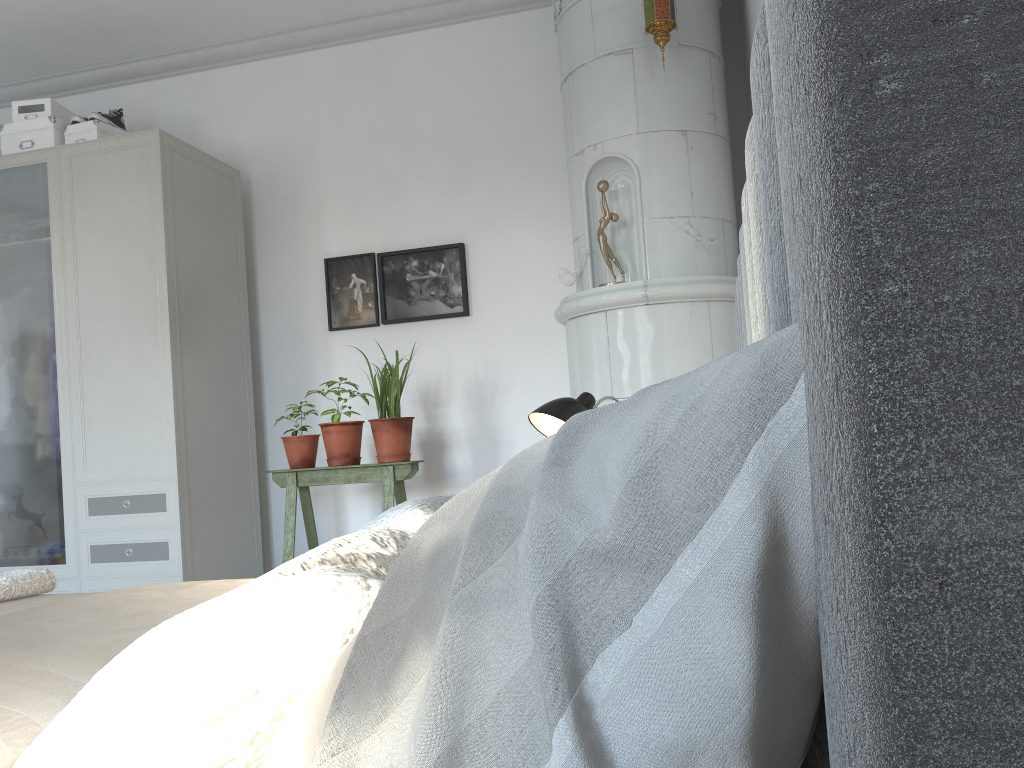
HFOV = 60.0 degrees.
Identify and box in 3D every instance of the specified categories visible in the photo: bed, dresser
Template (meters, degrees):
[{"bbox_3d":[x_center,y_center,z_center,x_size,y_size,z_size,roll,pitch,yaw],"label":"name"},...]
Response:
[{"bbox_3d":[-0.634,0.433,1.297,2.177,1.045,1.889,-5,-3,13],"label":"bed"},{"bbox_3d":[-1.965,0.124,3.966,1.432,2.161,0.631,-5,-3,13],"label":"dresser"}]

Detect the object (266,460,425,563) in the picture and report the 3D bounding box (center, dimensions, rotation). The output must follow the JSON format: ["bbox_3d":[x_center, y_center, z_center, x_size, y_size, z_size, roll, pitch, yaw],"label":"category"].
[{"bbox_3d":[-0.660,0.720,3.621,0.671,0.774,0.431,-5,-3,13],"label":"object"}]

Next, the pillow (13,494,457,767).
[{"bbox_3d":[-0.233,0.285,1.172,0.415,0.225,1.147,-4,-4,6],"label":"pillow"}]

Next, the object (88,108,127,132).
[{"bbox_3d":[-1.793,-1.185,3.943,0.080,0.110,0.213,-5,-4,20],"label":"object"}]

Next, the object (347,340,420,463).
[{"bbox_3d":[-0.506,0.067,3.570,0.300,0.498,0.334,-4,-3,-3],"label":"object"}]

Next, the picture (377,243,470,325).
[{"bbox_3d":[-0.408,-0.455,4.050,0.415,0.329,0.037,-5,-3,13],"label":"picture"}]

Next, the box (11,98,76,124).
[{"bbox_3d":[-2.116,-1.197,4.027,0.180,0.107,0.225,-4,-3,3],"label":"box"}]

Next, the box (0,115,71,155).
[{"bbox_3d":[-2.084,-1.050,4.005,0.281,0.199,0.285,-5,-3,13],"label":"box"}]

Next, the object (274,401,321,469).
[{"bbox_3d":[-0.890,0.213,3.685,0.194,0.277,0.177,-3,-3,-20],"label":"object"}]

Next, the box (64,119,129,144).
[{"bbox_3d":[-1.832,-1.051,3.944,0.182,0.158,0.227,-5,-3,18],"label":"box"}]

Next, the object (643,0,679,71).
[{"bbox_3d":[0.494,-1.303,2.992,0.105,0.505,0.117,-3,-3,-13],"label":"object"}]

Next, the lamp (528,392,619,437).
[{"bbox_3d":[0.421,0.483,2.334,0.450,0.935,0.826,-6,-3,31],"label":"lamp"}]

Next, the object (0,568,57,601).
[{"bbox_3d":[-1.452,0.466,1.503,0.405,0.104,1.461,-5,-4,13],"label":"object"}]

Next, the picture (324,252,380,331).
[{"bbox_3d":[-0.747,-0.428,4.136,0.250,0.341,0.022,-5,-3,13],"label":"picture"}]

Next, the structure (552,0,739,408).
[{"bbox_3d":[0.359,-0.326,3.261,1.247,2.833,0.801,-2,-3,-32],"label":"structure"}]

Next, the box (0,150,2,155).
[{"bbox_3d":[-2.345,-0.981,4.066,0.180,0.107,0.223,-5,-4,13],"label":"box"}]

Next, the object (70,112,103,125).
[{"bbox_3d":[-1.894,-1.176,3.967,0.080,0.110,0.213,-4,-3,7],"label":"object"}]

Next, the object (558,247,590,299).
[{"bbox_3d":[0.229,-0.406,3.293,0.059,0.165,0.196,-2,-4,-32],"label":"object"}]

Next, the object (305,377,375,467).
[{"bbox_3d":[-0.702,0.149,3.622,0.258,0.369,0.234,-5,-3,25],"label":"object"}]
